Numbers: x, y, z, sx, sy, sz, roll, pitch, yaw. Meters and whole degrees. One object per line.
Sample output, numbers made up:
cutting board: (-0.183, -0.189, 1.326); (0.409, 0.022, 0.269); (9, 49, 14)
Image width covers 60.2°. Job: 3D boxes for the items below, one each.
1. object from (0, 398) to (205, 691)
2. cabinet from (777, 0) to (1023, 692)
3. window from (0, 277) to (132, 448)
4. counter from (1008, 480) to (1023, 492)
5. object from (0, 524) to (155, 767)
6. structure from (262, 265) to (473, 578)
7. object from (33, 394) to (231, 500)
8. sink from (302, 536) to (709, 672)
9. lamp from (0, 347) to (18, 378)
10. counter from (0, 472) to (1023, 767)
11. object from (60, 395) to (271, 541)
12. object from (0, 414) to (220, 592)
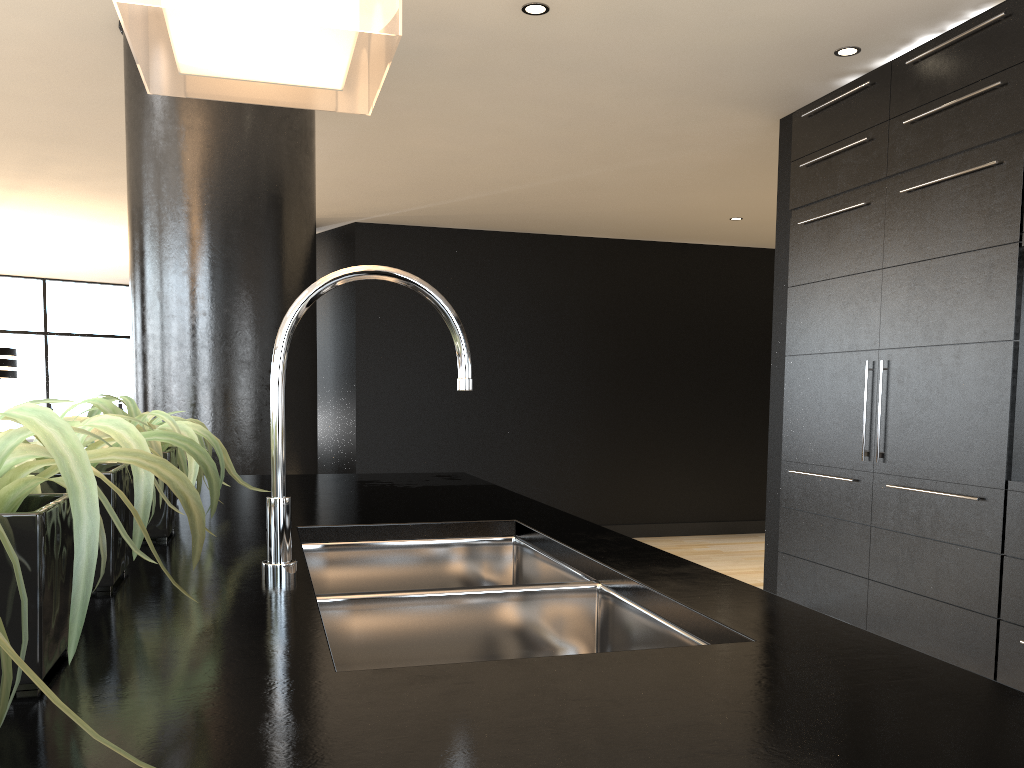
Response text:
object: (-0.488, 0.131, 0.727); (0.397, 0.240, 0.405); (1, 1, 9)
cabinet: (2.484, -0.106, 1.816); (0.728, 2.535, 5.706); (-1, 1, -16)
window: (-5.561, -1.107, 3.181); (10.121, 4.808, 15.838); (0, 0, -29)
counter: (2.502, 0.352, 1.861); (0.730, 0.034, 2.851); (1, -1, -16)
object: (-0.327, 0.140, 0.372); (0.406, 0.218, 0.396); (1, 1, 9)
structure: (-0.011, 0.352, 1.248); (0.655, 1.022, 2.766); (0, 0, -16)
object: (-0.775, 0.143, 1.910); (0.397, 0.240, 0.405); (1, 1, 9)
sink: (-0.076, 0.374, 1.275); (0.460, 0.160, 0.919); (1, -1, -16)
lamp: (-4.667, -0.723, 7.747); (0.534, 1.336, 0.533); (-3, 5, -39)
counter: (-0.294, 0.274, 1.161); (1.179, 0.032, 3.103); (1, -1, -16)
object: (-0.687, 0.139, 1.510); (0.406, 0.240, 0.396); (1, 1, 9)
object: (-0.593, 0.145, 1.088); (0.397, 0.218, 0.405); (1, 1, 9)
